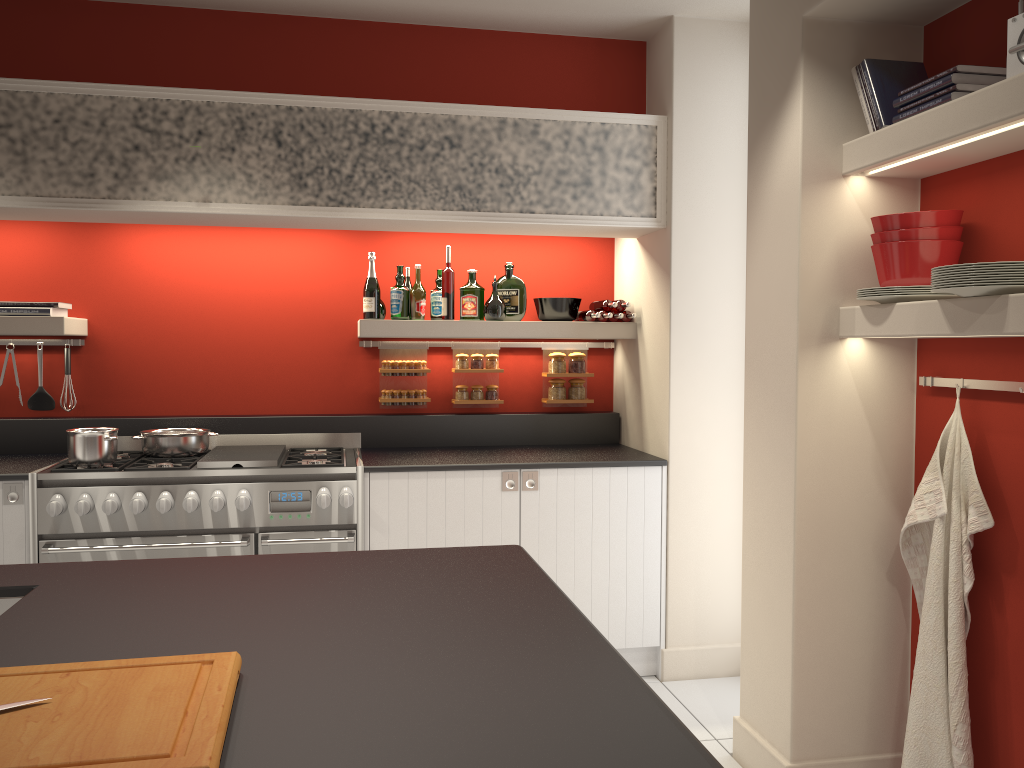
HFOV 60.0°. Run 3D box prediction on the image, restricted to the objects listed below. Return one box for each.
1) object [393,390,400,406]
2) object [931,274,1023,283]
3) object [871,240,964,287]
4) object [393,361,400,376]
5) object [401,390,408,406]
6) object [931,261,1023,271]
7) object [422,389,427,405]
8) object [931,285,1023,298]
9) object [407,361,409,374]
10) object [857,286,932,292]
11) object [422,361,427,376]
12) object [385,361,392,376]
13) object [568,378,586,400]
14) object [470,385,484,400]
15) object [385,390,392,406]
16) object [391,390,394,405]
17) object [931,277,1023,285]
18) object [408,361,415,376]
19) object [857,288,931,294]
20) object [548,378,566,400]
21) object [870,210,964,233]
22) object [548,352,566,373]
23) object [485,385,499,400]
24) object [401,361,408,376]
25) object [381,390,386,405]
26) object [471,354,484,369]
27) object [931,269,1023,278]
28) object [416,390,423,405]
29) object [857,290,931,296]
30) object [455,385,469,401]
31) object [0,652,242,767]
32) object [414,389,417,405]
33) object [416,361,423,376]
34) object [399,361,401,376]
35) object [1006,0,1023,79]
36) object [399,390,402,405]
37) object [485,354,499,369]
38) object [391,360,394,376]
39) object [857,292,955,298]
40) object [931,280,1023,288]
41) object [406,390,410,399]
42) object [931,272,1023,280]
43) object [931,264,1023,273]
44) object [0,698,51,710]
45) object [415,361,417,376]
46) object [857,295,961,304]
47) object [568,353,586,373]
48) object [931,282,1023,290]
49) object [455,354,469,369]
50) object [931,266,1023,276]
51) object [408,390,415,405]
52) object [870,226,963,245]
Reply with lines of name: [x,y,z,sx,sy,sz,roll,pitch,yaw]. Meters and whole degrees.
object: [-0.585,0.069,4.484,0.034,0.078,0.034,1,2,10]
object: [1.287,-0.265,2.331,0.339,0.020,0.339,0,2,-12]
object: [1.244,-0.355,2.731,0.260,0.146,0.260,0,2,-7]
object: [-0.584,-0.079,4.479,0.034,0.078,0.034,1,2,10]
object: [-0.546,0.069,4.492,0.034,0.078,0.034,1,2,10]
object: [1.288,-0.297,2.329,0.339,0.020,0.339,0,2,-12]
object: [-0.454,0.067,4.549,0.034,0.078,0.034,1,2,10]
object: [1.287,-0.239,2.332,0.339,0.020,0.339,0,2,-12]
object: [-0.530,-0.081,4.529,0.034,0.078,0.034,1,2,10]
object: [1.243,-0.282,2.734,0.339,0.020,0.339,0,2,-8]
object: [-0.454,-0.081,4.544,0.034,0.078,0.034,1,2,10]
object: [-0.622,-0.079,4.471,0.034,0.078,0.034,1,2,10]
object: [0.343,0.030,4.684,0.093,0.120,0.094,1,2,10]
object: [-0.181,0.048,4.586,0.068,0.088,0.068,1,2,10]
object: [-0.623,0.069,4.477,0.034,0.078,0.034,1,2,10]
object: [-0.609,0.068,4.519,0.034,0.078,0.034,1,2,10]
object: [1.287,-0.258,2.331,0.339,0.020,0.339,0,2,-12]
object: [-0.507,-0.079,4.494,0.034,0.078,0.034,1,2,10]
object: [1.243,-0.275,2.734,0.339,0.020,0.339,0,2,-8]
object: [0.238,0.031,4.663,0.093,0.120,0.094,1,2,10]
object: [1.239,-0.448,2.722,0.260,0.161,0.260,-2,3,-44]
object: [0.238,-0.106,4.658,0.093,0.120,0.094,1,2,10]
object: [-0.104,0.048,4.601,0.068,0.088,0.068,1,2,10]
object: [-0.546,-0.079,4.486,0.034,0.078,0.034,1,2,10]
object: [-0.648,0.068,4.511,0.034,0.078,0.034,1,2,10]
object: [-0.180,-0.112,4.580,0.068,0.088,0.068,1,2,10]
object: [1.287,-0.277,2.330,0.339,0.020,0.339,0,2,-12]
object: [-0.470,0.069,4.507,0.034,0.078,0.034,1,2,10]
object: [1.243,-0.269,2.734,0.339,0.020,0.339,0,2,-8]
object: [-0.257,0.049,4.571,0.068,0.088,0.068,1,2,10]
object: [-0.643,0.426,1.088,0.570,0.033,0.372,0,2,-13]
object: [-0.493,0.067,4.542,0.034,0.078,0.034,1,2,10]
object: [-0.469,-0.079,4.501,0.034,0.078,0.034,1,2,10]
object: [-0.570,-0.081,4.521,0.034,0.078,0.034,1,2,10]
object: [1.335,-0.930,2.081,0.097,0.369,0.342,0,2,-16]
object: [-0.571,0.067,4.526,0.034,0.078,0.034,1,2,10]
object: [-0.103,-0.112,4.595,0.068,0.088,0.068,1,2,10]
object: [-0.609,-0.081,4.513,0.034,0.078,0.034,1,2,10]
object: [1.243,-0.262,2.735,0.339,0.020,0.339,0,2,-8]
object: [1.287,-0.252,2.331,0.339,0.020,0.339,0,2,-12]
object: [-0.531,0.067,4.534,0.034,0.078,0.034,1,2,10]
object: [1.287,-0.271,2.330,0.339,0.020,0.339,0,2,-12]
object: [1.287,-0.290,2.330,0.339,0.020,0.339,0,2,-12]
object: [-0.714,0.405,1.051,0.302,0.010,0.035,-2,3,-41]
object: [-0.492,-0.081,4.536,0.034,0.078,0.034,1,2,10]
object: [1.243,-0.256,2.735,0.339,0.020,0.339,0,2,-8]
object: [0.343,-0.106,4.679,0.093,0.120,0.094,1,2,10]
object: [1.287,-0.245,2.331,0.339,0.020,0.339,0,2,-12]
object: [-0.257,-0.112,4.565,0.068,0.088,0.068,1,2,10]
object: [1.287,-0.284,2.330,0.339,0.020,0.339,0,2,-12]
object: [-0.508,0.069,4.499,0.034,0.078,0.034,1,2,10]
object: [1.241,-0.398,2.728,0.260,0.159,0.260,-1,3,-30]
